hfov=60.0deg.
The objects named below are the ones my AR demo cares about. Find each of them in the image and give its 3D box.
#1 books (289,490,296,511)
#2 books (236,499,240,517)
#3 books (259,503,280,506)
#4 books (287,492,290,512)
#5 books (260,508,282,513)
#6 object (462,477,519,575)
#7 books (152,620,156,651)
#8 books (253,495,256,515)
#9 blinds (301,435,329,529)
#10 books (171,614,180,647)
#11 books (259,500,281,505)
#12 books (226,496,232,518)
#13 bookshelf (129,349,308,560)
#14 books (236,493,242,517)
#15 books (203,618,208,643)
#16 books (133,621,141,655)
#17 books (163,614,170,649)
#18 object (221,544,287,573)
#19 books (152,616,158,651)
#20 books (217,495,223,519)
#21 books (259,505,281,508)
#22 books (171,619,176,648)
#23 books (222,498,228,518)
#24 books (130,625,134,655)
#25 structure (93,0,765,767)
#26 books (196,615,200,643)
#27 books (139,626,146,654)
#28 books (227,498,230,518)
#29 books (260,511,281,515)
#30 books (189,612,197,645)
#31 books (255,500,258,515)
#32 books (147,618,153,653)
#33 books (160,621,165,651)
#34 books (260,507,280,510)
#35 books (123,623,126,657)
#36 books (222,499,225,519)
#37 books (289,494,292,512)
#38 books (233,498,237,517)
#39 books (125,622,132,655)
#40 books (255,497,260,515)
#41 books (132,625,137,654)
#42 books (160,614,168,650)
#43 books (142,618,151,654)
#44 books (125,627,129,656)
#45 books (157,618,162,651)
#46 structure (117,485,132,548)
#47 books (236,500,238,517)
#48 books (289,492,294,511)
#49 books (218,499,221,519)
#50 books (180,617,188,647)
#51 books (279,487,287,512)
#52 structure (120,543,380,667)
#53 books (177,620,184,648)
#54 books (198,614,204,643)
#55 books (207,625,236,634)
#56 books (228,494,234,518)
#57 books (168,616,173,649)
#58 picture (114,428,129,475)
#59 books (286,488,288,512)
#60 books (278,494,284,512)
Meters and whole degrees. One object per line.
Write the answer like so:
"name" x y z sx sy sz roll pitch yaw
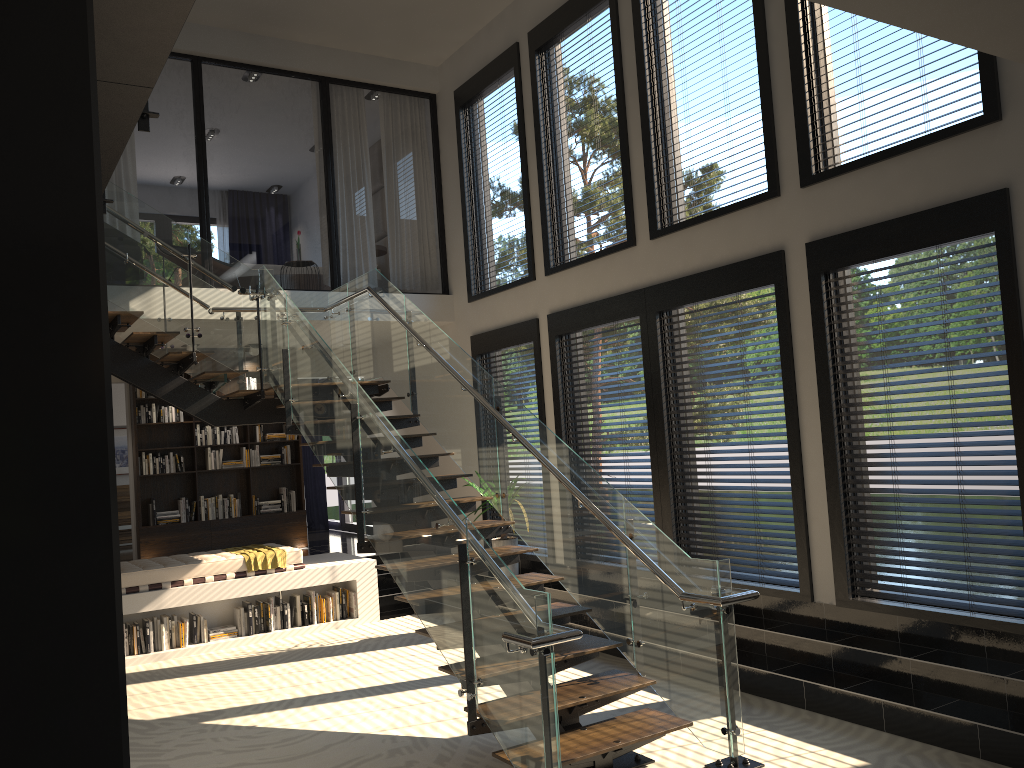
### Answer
"books" -2.944 1.565 11.883 0.025 0.274 0.205 -2 -3 -32
"books" -3.565 1.610 11.518 0.026 0.227 0.129 -2 -3 -32
"books" -3.222 1.595 11.740 0.251 0.026 0.148 -2 -4 -36
"books" -3.012 1.572 11.862 0.023 0.267 0.147 -2 -3 -32
"books" -3.211 1.671 11.728 0.286 0.030 0.176 -2 -4 -33
"object" -0.091 1.514 8.837 0.876 1.337 0.831 -1 -4 -43
"books" -3.379 2.364 8.328 0.029 0.271 0.129 -2 -3 -32
"books" -3.402 1.587 11.625 0.024 0.263 0.174 -2 -3 -32
"blinds" -3.379 1.094 14.902 0.161 2.768 1.081 -2 -3 -33
"books" -3.206 2.348 8.446 0.036 0.293 0.128 -2 -3 -32
"books" -3.216 1.566 11.728 0.288 0.030 0.176 -2 -4 -27
"books" -3.650 1.586 11.453 0.028 0.280 0.155 -2 -3 -32
"bookshelf" -3.778 0.894 11.493 2.089 2.681 0.273 -2 -3 -32
"books" -3.553 1.571 11.541 0.022 0.307 0.131 -2 -3 -32
"books" -2.979 2.377 8.570 0.030 0.218 0.186 -2 -3 -32
"books" -3.485 2.360 8.239 0.028 0.282 0.173 -2 -3 -32
"books" -3.263 2.342 8.377 0.020 0.305 0.172 -2 -3 -32
"object" -2.706 1.957 9.229 0.466 0.510 1.167 -2 -4 -32
"books" -3.358 2.345 8.342 0.023 0.308 0.126 -2 -3 -32
"books" -3.754 1.577 11.401 0.032 0.305 0.155 -2 -3 -32
"books" -3.214 1.619 11.729 0.263 0.024 0.167 -1 -4 -37
"books" -3.228 2.368 8.419 0.034 0.252 0.151 -2 -3 -32
"books" -3.702 1.600 11.425 0.034 0.254 0.195 -2 -3 -32
"books" -3.535 2.375 8.236 0.023 0.260 0.133 -2 -3 -32
"structure" -1.400 0.240 5.709 3.446 4.865 7.286 -2 -4 -32
"books" -3.043 2.364 8.562 0.045 0.251 0.142 -2 -3 -32
"books" -3.457 2.384 8.270 0.050 0.234 0.149 -2 -3 -32
"books" -3.676 1.602 11.443 0.029 0.250 0.142 -2 -3 -32
"books" -3.214 1.700 11.734 0.273 0.025 0.156 -2 -4 -34
"books" -3.067 2.348 8.529 0.030 0.284 0.177 -2 -3 -32
"books" -3.372 1.617 11.624 0.025 0.199 0.149 -2 -3 -32
"books" -3.393 2.352 8.300 0.025 0.292 0.205 -2 -3 -32
"books" -3.297 2.371 8.340 0.027 0.246 0.193 -2 -3 -32
"books" -3.219 1.644 11.739 0.250 0.026 0.148 -2 -4 -35
"books" -3.582 2.356 8.175 0.020 0.295 0.102 -2 -3 -32
"books" -3.722 1.605 11.404 0.023 0.246 0.149 -2 -3 -32
"books" -2.990 1.588 11.870 0.022 0.234 0.179 -2 -3 -32
"books" -3.601 1.599 11.474 0.028 0.250 0.162 -2 -3 -32
"books" -3.564 2.364 8.237 0.025 0.285 0.137 -2 -3 -32
"books" -3.347 1.597 11.632 0.026 0.238 0.159 -2 -3 -32
"books" -3.509 2.372 8.233 0.019 0.261 0.183 -2 -3 -32
"books" -3.285 2.343 8.369 0.026 0.305 0.187 -2 -3 -32
"books" -3.412 2.349 8.273 0.033 0.299 0.196 -2 -3 -32
"books" -3.585 2.384 8.224 0.026 0.246 0.149 -2 -3 -32
"books" -3.332 2.354 8.347 0.025 0.287 0.169 -2 -3 -32
"structure" -6.504 2.095 13.798 6.275 0.981 0.886 -2 -4 -32
"books" -3.587 1.614 11.505 0.026 0.221 0.145 -2 -3 -32
"books" -2.967 1.577 11.876 0.023 0.254 0.191 -2 -3 -32
"books" -3.767 1.601 11.369 0.025 0.255 0.202 -2 -3 -32
"books" -3.125 2.360 8.453 0.050 0.258 0.216 -2 -3 -32
"books" -3.053 1.544 11.826 0.030 0.325 0.195 -2 -3 -32
"structure" -3.404 0.977 8.875 3.781 3.242 1.150 -2 -3 -32
"books" -3.154 2.373 8.425 0.028 0.232 0.206 -2 -3 -32
"books" -3.001 2.358 8.557 0.020 0.257 0.154 -2 -3 -32
"books" -2.846 2.397 8.670 0.249 0.026 0.148 -2 -4 -34
"books" -3.631 1.578 11.472 0.025 0.294 0.178 -2 -3 -32
"books" -3.246 2.347 8.392 0.023 0.293 0.157 -2 -3 -32
"picture" -6.322 1.085 14.224 3.542 0.748 0.035 -2 -3 -32
"books" -3.029 1.550 11.842 0.027 0.311 0.149 -2 -3 -32
"books" -3.073 1.584 11.808 0.026 0.246 0.149 -2 -3 -32
